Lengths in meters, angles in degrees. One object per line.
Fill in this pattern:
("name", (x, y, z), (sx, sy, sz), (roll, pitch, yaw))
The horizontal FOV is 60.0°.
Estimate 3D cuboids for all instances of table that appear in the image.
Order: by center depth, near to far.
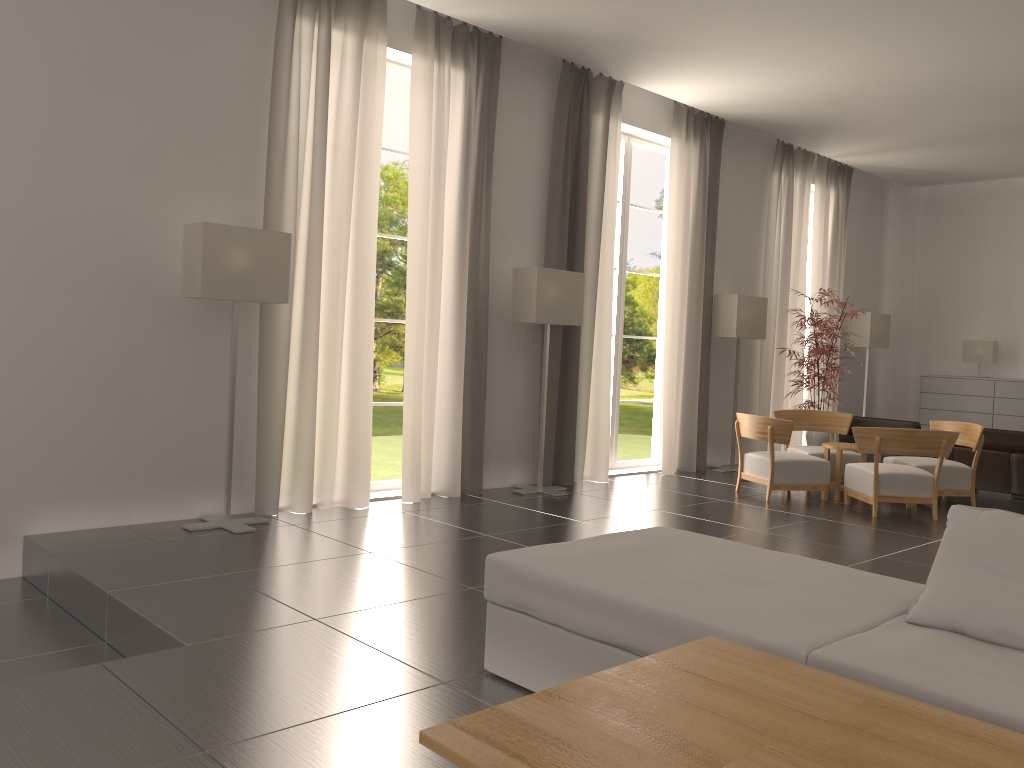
("table", (0.817, 1.565, 2.767), (1.600, 0.840, 1.601), (1, 3, -43))
("table", (5.172, 1.340, 13.527), (0.869, 0.802, 0.870), (2, 2, -21))

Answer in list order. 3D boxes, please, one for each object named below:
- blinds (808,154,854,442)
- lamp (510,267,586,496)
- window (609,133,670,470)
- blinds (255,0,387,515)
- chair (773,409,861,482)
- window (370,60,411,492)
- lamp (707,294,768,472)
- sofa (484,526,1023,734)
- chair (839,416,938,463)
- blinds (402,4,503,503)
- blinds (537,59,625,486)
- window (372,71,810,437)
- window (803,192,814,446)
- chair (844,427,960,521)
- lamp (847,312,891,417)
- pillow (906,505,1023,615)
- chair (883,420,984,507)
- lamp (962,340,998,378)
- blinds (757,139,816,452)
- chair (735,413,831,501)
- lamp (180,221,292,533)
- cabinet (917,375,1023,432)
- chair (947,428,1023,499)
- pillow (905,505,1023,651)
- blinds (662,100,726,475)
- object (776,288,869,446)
("blinds", (6.718, -1.632, 18.986), (0.417, 6.429, 1.549), (4, 2, 43))
("lamp", (0.471, -0.039, 12.766), (1.000, 3.177, 0.908), (1, 2, -43))
("window", (1.827, -1.396, 15.245), (2.643, 5.748, 0.110), (1, 2, -43))
("blinds", (-2.243, -1.703, 10.564), (1.549, 6.429, 0.415), (2, 2, -39))
("chair", (5.107, 1.078, 14.679), (1.452, 1.226, 1.151), (2, 2, -8))
("window", (-2.024, -1.427, 11.625), (2.643, 5.748, 0.110), (1, 2, -43))
("lamp", (4.097, -0.011, 16.175), (1.000, 3.177, 0.908), (1, 2, -43))
("sofa", (0.990, 1.378, 2.893), (5.603, 1.204, 5.529), (1, 3, -43))
("chair", (7.019, 1.163, 16.397), (1.499, 1.075, 1.539), (1, 3, -43))
("blinds", (-0.835, -1.692, 11.885), (0.417, 6.429, 1.549), (4, 2, 43))
("blinds", (1.064, -1.677, 13.673), (1.549, 6.429, 0.415), (2, 2, -39))
("window", (16.601, -3.220, 13.706), (48.614, 20.572, 99.194), (1, 3, -43))
("window", (5.678, -1.366, 18.865), (2.643, 5.748, 0.110), (1, 2, -43))
("chair", (5.330, 1.186, 12.348), (1.452, 1.226, 1.151), (3, 2, 2))
("lamp", (7.884, 0.019, 19.735), (1.000, 3.177, 0.908), (1, 2, -43))
("pillow", (2.587, 0.974, 4.495), (0.549, 0.577, 0.919), (1, 3, -43))
("chair", (6.475, 1.187, 13.613), (1.151, 1.226, 1.453), (3, 2, -3))
("lamp", (10.189, -0.540, 19.322), (0.309, 0.795, 0.619), (1, 2, -43))
("blinds", (5.484, -1.642, 17.828), (1.549, 6.429, 0.415), (2, 2, -39))
("chair", (4.038, 1.080, 13.409), (1.150, 1.226, 1.453), (2, 2, -18))
("lamp", (-2.997, -0.067, 9.506), (1.000, 3.177, 0.908), (1, 2, -43))
("cabinet", (10.383, 0.829, 18.812), (1.040, 1.875, 3.082), (1, 3, -43))
("chair", (8.241, 1.275, 15.095), (1.499, 1.075, 1.539), (1, 3, -43))
("pillow", (2.484, 0.953, 4.400), (0.585, 0.598, 0.802), (1, 3, -44))
("blinds", (3.129, -1.661, 15.612), (0.417, 6.429, 1.549), (4, 2, 43))
("object", (5.524, -0.044, 16.108), (1.490, 3.396, 1.770), (4, 2, 32))
